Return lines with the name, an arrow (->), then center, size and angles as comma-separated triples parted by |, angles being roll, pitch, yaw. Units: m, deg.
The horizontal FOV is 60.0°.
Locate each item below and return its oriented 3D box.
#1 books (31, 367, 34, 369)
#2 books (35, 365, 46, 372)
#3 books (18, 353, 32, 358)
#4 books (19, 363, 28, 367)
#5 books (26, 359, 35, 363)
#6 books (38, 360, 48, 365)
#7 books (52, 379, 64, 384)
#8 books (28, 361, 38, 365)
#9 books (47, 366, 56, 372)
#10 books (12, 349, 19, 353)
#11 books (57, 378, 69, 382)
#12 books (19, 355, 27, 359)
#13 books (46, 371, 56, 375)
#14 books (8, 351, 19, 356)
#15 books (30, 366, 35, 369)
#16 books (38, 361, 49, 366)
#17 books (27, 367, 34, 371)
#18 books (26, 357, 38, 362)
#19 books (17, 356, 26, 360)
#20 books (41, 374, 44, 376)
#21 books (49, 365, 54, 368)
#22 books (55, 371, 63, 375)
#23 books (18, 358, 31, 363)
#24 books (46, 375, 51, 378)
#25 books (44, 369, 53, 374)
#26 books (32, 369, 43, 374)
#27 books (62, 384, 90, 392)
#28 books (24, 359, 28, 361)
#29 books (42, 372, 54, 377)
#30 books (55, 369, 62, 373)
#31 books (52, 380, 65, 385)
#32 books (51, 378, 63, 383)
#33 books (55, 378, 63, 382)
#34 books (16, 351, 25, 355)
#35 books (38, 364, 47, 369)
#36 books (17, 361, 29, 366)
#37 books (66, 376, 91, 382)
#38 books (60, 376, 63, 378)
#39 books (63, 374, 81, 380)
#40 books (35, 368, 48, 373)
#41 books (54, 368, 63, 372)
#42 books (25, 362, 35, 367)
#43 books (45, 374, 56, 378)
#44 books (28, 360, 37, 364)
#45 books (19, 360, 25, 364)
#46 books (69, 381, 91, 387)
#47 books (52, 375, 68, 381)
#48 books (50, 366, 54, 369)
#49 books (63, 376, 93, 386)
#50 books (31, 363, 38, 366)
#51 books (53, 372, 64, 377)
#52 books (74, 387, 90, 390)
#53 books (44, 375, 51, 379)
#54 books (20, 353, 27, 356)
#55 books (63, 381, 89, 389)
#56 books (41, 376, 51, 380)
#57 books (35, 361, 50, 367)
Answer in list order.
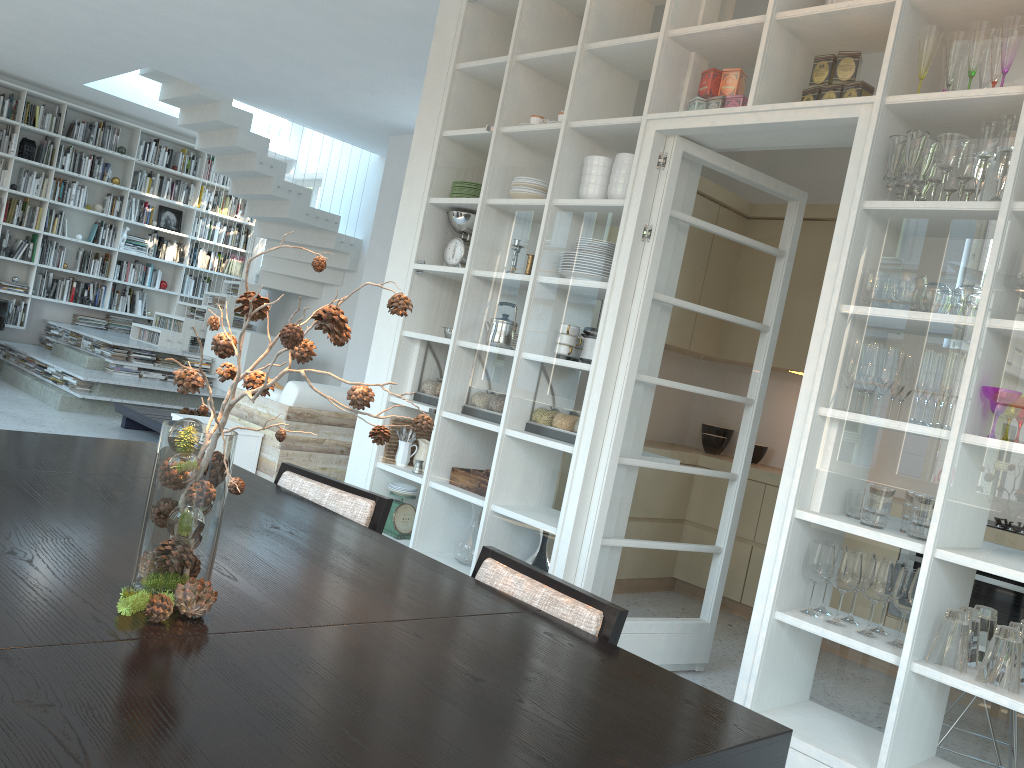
books -> -4.895, -0.153, 9.200 | 0.129, 0.005, 0.295 | 11, 1, -42
books -> -4.691, -0.148, 8.963 | 0.243, 0.025, 0.161 | 12, 1, 41
books -> -5.104, -0.293, 9.403 | 0.252, 0.015, 0.171 | 13, 1, 43
books -> -5.118, -0.190, 9.413 | 0.180, 0.014, 0.157 | 13, 1, 43
books -> -4.896, -0.230, 9.182 | 0.235, 0.014, 0.166 | 12, 1, 41
books -> -4.672, -0.208, 8.967 | 0.160, 0.008, 0.238 | 11, 1, -43
books -> -4.288, -0.017, 8.529 | 0.276, 0.009, 0.178 | 13, 1, 44
books -> -4.891, -0.209, 9.191 | 0.155, 0.009, 0.297 | 11, 1, -43
books -> -4.468, -0.135, 8.751 | 0.222, 0.028, 0.141 | 12, 1, 41
books -> -5.310, -0.345, 9.631 | 0.159, 0.006, 0.284 | 11, 1, -42
books -> -4.271, -0.038, 8.540 | 0.154, 0.014, 0.196 | 10, 2, -44
books -> -5.112, -0.278, 9.398 | 0.182, 0.016, 0.198 | 11, 1, -39
books -> -4.483, -0.103, 8.743 | 0.171, 0.007, 0.260 | 11, 1, -41
books -> -5.323, -0.318, 9.624 | 0.293, 0.015, 0.180 | 13, 1, 44
books -> -4.893, -0.159, 9.201 | 0.132, 0.009, 0.269 | 11, 1, -43
books -> -4.671, -0.201, 8.970 | 0.157, 0.007, 0.268 | 11, 1, -44
books -> -4.912, -0.149, 9.185 | 0.161, 0.008, 0.253 | 11, 1, -39
books -> -4.896, -0.243, 9.179 | 0.249, 0.012, 0.179 | 13, 1, 43
books -> -5.110, -0.266, 9.403 | 0.241, 0.009, 0.169 | 13, 1, 42
books -> -4.695, -0.094, 8.971 | 0.142, 0.012, 0.290 | 11, 1, -40
books -> -4.463, -0.168, 8.749 | 0.157, 0.014, 0.215 | 11, 1, -42
books -> -4.267, -0.095, 8.531 | 0.175, 0.006, 0.251 | 11, 1, -44
books -> -5.111, -0.242, 9.408 | 0.245, 0.011, 0.159 | 13, 1, 42
books -> -4.487, -0.065, 8.749 | 0.159, 0.009, 0.275 | 11, 1, -41
books -> -4.483, -0.115, 8.742 | 0.182, 0.017, 0.180 | 13, 1, 43
books -> -4.706, -0.114, 8.956 | 0.189, 0.009, 0.290 | 11, 1, -41
books -> -4.084, 0.041, 8.310 | 0.184, 0.017, 0.230 | 11, 1, -42
books -> -5.099, -0.253, 9.416 | 0.140, 0.013, 0.180 | 11, 1, -41
books -> -4.492, -0.084, 8.740 | 0.214, 0.013, 0.189 | 13, 1, 44
books -> -4.271, -0.112, 8.523 | 0.178, 0.010, 0.195 | 11, 1, -39
books -> -4.297, -0.006, 8.522 | 0.191, 0.016, 0.208 | 11, 1, -39
books -> -4.291, -0.025, 8.524 | 0.191, 0.006, 0.274 | 11, 1, -42
books -> -4.279, -0.029, 8.534 | 0.170, 0.006, 0.268 | 11, 1, -44
books -> -5.108, -0.315, 9.394 | 0.224, 0.005, 0.193 | 13, 1, 42
books -> -4.679, -0.167, 8.970 | 0.239, 0.017, 0.142 | 13, 1, 42
books -> -5.117, -0.212, 9.409 | 0.292, 0.012, 0.159 | 13, 1, 43
books -> -4.062, -0.050, 8.311 | 0.165, 0.015, 0.242 | 11, 1, -40
books -> -4.272, -0.062, 8.534 | 0.150, 0.004, 0.290 | 11, 1, -40
books -> -4.064, -0.064, 8.306 | 0.265, 0.010, 0.176 | 13, 1, 42
books -> -4.696, -0.131, 8.962 | 0.177, 0.011, 0.220 | 11, 1, -42
books -> -4.269, -0.124, 8.523 | 0.183, 0.016, 0.256 | 11, 1, -41
books -> -4.905, -0.187, 9.183 | 0.182, 0.013, 0.287 | 11, 1, -43
books -> -4.490, -0.074, 8.744 | 0.267, 0.008, 0.180 | 13, 2, 45
books -> -4.893, -0.218, 9.188 | 0.169, 0.009, 0.241 | 10, 2, -44
books -> -5.111, -0.223, 9.412 | 0.165, 0.012, 0.204 | 10, 2, -44
books -> -4.056, -0.005, 8.326 | 0.137, 0.019, 0.224 | 11, 1, -43
books -> -4.283, -0.054, 8.525 | 0.191, 0.015, 0.245 | 11, 1, -43
books -> -4.465, -0.155, 8.749 | 0.139, 0.013, 0.288 | 11, 1, -39
books -> -4.066, -0.030, 8.312 | 0.287, 0.027, 0.157 | 12, 1, 41
books -> -4.887, -0.197, 9.197 | 0.140, 0.013, 0.180 | 11, 1, -43
books -> -4.277, -0.078, 8.525 | 0.281, 0.013, 0.168 | 12, 1, 41
books -> -4.060, 0.029, 8.331 | 0.132, 0.014, 0.205 | 10, 2, -44
books -> -4.490, -0.058, 8.748 | 0.297, 0.005, 0.171 | 13, 2, 45
books -> -5.099, -0.305, 9.405 | 0.227, 0.011, 0.174 | 13, 2, 45
books -> -4.082, 0.009, 8.305 | 0.187, 0.017, 0.205 | 11, 1, -39
books -> -4.503, -0.047, 8.737 | 0.224, 0.005, 0.193 | 13, 1, 42
books -> -4.683, -0.192, 8.960 | 0.280, 0.014, 0.170 | 13, 1, 43
